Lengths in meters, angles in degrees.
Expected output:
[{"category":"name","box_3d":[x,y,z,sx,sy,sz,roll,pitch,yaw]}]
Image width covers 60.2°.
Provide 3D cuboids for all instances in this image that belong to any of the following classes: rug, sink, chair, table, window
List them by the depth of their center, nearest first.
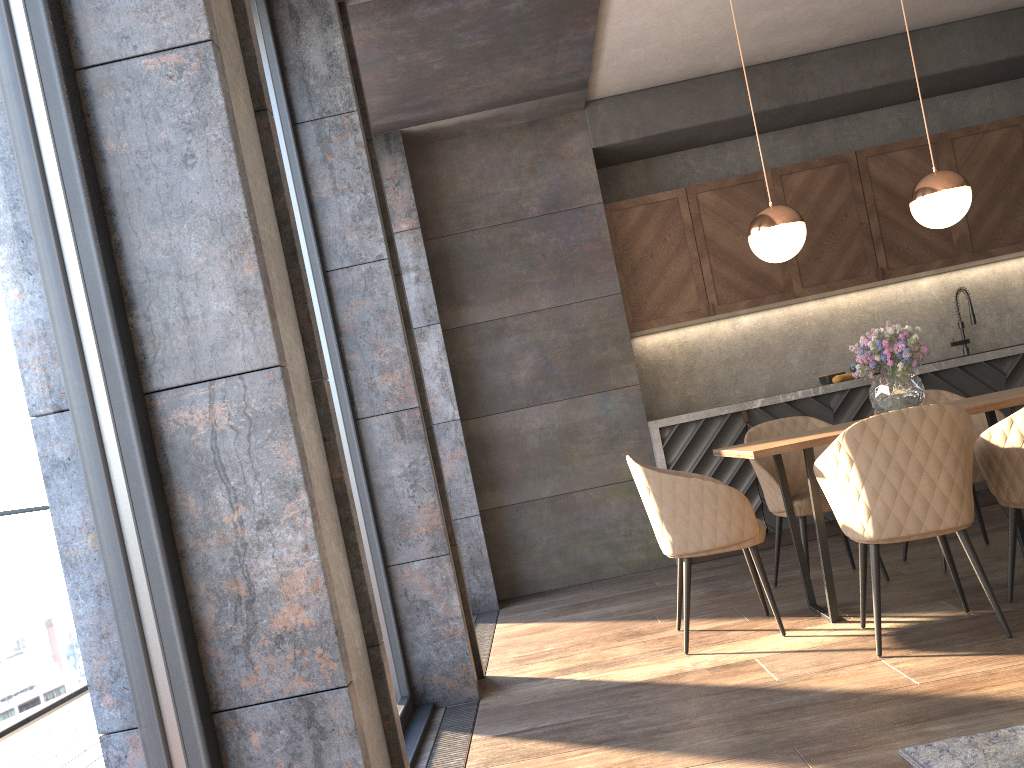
[{"category":"rug","box_3d":[1.800,0.666,0.674,1.730,0.020,3.148,-12,-4,1]},{"category":"window","box_3d":[-0.751,-0.256,1.805,0.199,2.997,7.275,-12,-3,1]},{"category":"chair","box_3d":[2.029,0.375,3.171,0.554,0.837,0.511,-12,0,-4]},{"category":"chair","box_3d":[1.430,0.499,3.187,0.557,0.837,0.508,-12,0,11]},{"category":"table","box_3d":[1.727,0.512,3.748,1.467,0.770,0.769,-12,-1,2]},{"category":"chair","box_3d":[0.822,0.666,3.778,0.511,0.837,0.554,-12,0,6]},{"category":"chair","box_3d":[2.114,0.438,4.298,0.555,0.837,0.510,-12,0,1]},{"category":"chair","box_3d":[1.478,0.571,4.341,0.554,0.837,0.511,-12,0,-4]},{"category":"sink","box_3d":[3.162,-0.412,5.880,0.962,0.547,0.461,-12,-1,2]}]

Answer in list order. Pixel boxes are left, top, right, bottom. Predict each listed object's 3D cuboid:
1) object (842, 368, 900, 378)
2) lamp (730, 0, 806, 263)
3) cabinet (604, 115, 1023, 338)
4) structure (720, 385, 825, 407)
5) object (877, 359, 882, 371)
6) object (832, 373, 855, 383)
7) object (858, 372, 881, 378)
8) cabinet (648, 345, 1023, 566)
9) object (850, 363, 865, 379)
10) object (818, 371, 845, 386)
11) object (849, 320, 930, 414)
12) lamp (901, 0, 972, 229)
[{"category":"object","box_3d":[2.301,-0.048,5.838,0.489,0.040,0.285,-11,-4,-3]},{"category":"lamp","box_3d":[0.998,-1.277,3.751,0.239,1.546,0.238,-11,1,7]},{"category":"cabinet","box_3d":[2.341,-1.092,5.962,3.394,0.867,0.369,-12,0,2]},{"category":"structure","box_3d":[1.733,0.089,5.908,0.610,0.017,0.505,-12,-4,1]},{"category":"object","box_3d":[2.490,-0.138,5.954,0.135,0.137,0.154,-11,-2,-26]},{"category":"object","box_3d":[2.194,-0.040,5.827,0.071,0.054,0.299,-13,-4,42]},{"category":"object","box_3d":[2.354,-0.061,5.796,0.171,0.020,0.169,-14,-4,27]},{"category":"cabinet","box_3d":[2.641,0.380,5.876,3.393,0.951,0.600,-12,0,2]},{"category":"object","box_3d":[2.343,-0.090,5.963,0.091,0.104,0.111,-12,-2,34]},{"category":"object","box_3d":[2.167,-0.037,5.975,0.156,0.068,0.117,-11,-3,-14]},{"category":"object","box_3d":[1.621,-0.066,3.765,0.296,0.409,0.331,-11,-1,-28]},{"category":"lamp","box_3d":[1.684,-1.420,3.728,0.237,1.546,0.240,-12,1,-23]}]
